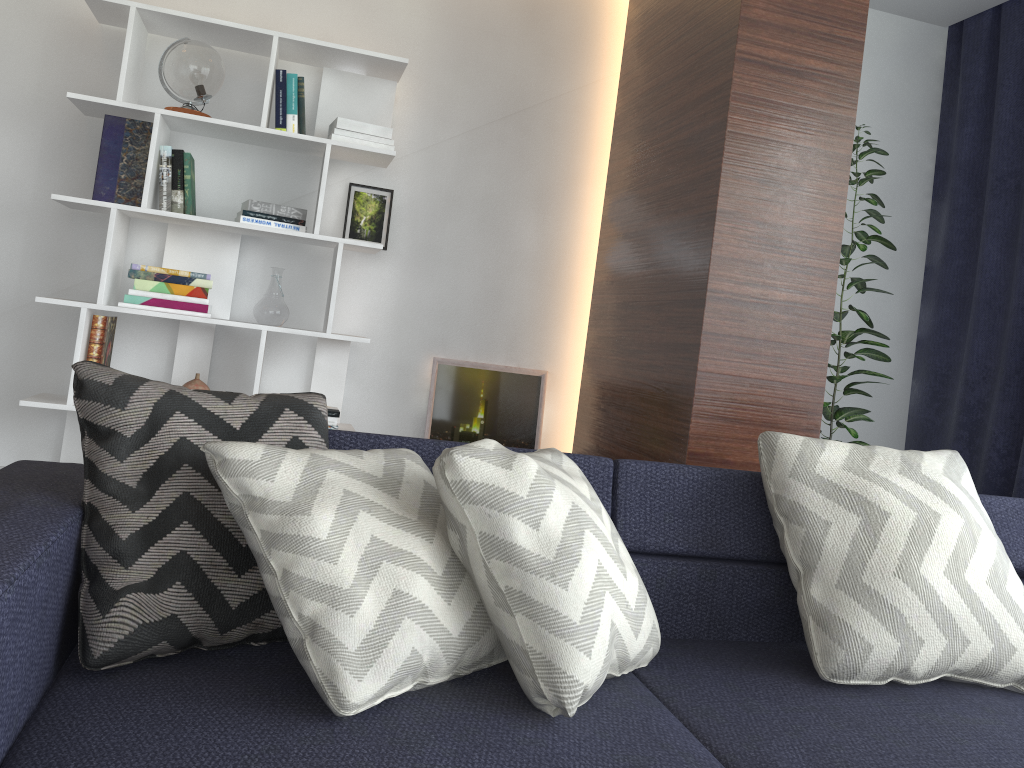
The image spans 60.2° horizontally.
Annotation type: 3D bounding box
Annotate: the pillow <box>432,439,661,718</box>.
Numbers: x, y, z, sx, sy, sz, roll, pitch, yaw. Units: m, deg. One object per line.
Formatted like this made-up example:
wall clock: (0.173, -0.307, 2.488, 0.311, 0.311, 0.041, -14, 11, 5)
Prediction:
pillow: (0.069, 0.272, 1.372, 0.281, 0.352, 0.416, 7, 0, 28)

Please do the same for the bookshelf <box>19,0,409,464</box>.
bookshelf: (-1.099, -0.411, 3.325, 1.147, 1.825, 0.300, 8, -2, -15)

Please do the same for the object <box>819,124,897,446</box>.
object: (1.278, -0.120, 3.474, 0.505, 1.850, 0.479, 5, -3, 44)

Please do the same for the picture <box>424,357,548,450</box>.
picture: (-0.123, 0.265, 3.699, 0.499, 0.701, 0.083, 8, -2, -14)

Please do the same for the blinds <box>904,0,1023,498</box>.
blinds: (0.292, -0.568, 0.241, 5.785, 2.778, 7.149, 7, 2, -11)

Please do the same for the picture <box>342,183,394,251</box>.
picture: (-0.586, -0.681, 3.593, 0.181, 0.256, 0.059, 8, -2, -15)

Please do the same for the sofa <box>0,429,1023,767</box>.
sofa: (0.756, 0.552, 0.933, 2.864, 0.609, 1.904, 7, 2, -15)

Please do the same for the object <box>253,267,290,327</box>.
object: (-0.900, -0.329, 3.336, 0.132, 0.220, 0.132, 8, -1, -9)

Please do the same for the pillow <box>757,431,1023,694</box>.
pillow: (0.711, 0.315, 1.604, 0.493, 0.389, 0.343, 7, 0, -15)

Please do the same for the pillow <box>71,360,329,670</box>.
pillow: (-0.433, 0.181, 1.316, 0.412, 0.387, 0.222, 7, -1, -44)

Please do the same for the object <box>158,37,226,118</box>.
object: (-1.191, -1.087, 3.264, 0.235, 0.384, 0.219, 7, -1, 5)

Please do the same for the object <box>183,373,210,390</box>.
object: (-1.178, 0.034, 3.284, 0.111, 0.148, 0.123, 8, 0, -18)

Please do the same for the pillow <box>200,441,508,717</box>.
pillow: (-0.198, 0.250, 1.274, 0.332, 0.295, 0.413, 8, 1, 37)
